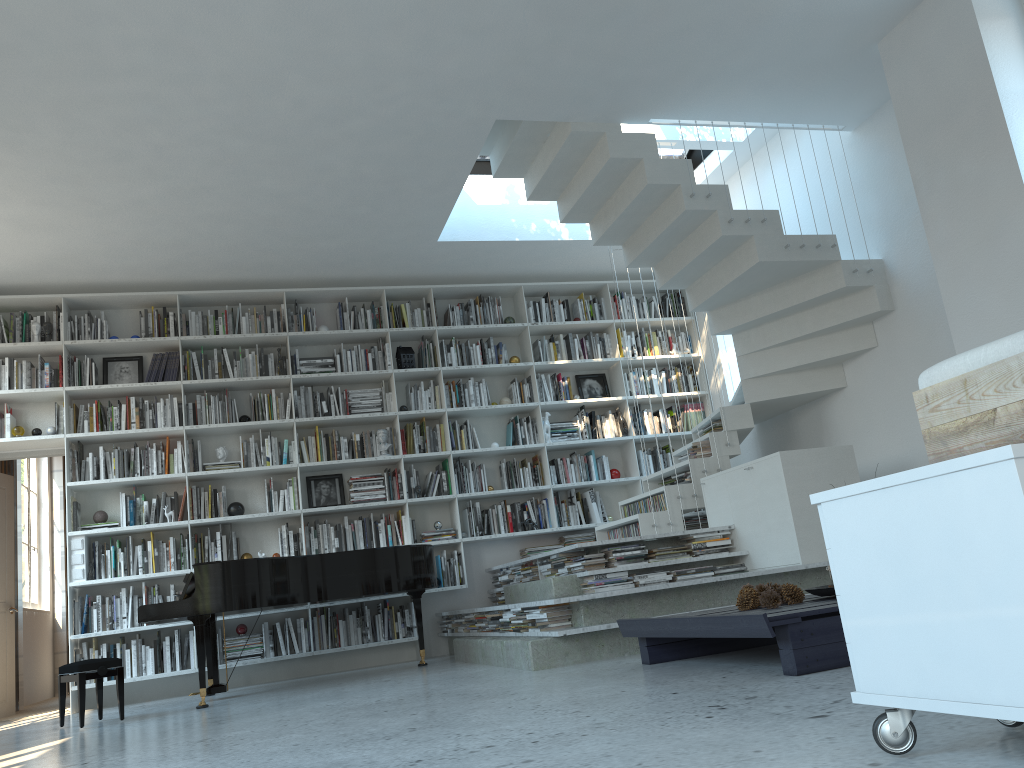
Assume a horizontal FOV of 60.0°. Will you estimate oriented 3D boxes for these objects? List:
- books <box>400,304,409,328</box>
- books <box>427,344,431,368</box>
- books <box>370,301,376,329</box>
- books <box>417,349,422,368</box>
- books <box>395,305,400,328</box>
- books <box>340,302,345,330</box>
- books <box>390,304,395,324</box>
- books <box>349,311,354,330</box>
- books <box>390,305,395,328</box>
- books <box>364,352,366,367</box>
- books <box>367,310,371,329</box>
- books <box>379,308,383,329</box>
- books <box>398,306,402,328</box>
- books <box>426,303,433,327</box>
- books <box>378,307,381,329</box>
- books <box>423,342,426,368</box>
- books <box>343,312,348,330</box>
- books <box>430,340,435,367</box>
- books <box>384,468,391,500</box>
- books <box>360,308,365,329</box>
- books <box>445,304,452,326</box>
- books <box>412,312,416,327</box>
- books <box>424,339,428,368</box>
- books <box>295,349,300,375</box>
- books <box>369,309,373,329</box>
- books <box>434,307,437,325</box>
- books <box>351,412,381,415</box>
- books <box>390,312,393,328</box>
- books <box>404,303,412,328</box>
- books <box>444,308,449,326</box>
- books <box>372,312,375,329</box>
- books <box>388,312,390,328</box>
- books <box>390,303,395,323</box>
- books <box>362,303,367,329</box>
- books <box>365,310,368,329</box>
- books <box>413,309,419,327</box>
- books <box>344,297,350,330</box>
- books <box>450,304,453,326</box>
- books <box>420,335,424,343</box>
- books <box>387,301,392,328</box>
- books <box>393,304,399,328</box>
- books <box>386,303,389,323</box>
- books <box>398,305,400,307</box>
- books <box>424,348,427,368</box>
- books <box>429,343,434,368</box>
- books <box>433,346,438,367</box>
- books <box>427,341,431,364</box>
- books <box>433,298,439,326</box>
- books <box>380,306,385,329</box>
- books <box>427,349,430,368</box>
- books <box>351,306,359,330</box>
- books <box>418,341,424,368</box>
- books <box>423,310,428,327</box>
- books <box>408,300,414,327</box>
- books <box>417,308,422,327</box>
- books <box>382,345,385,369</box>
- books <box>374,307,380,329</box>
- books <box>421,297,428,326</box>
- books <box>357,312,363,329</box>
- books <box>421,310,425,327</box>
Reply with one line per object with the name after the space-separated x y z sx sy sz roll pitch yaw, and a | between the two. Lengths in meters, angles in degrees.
-0.957 -0.556 7.834 0.054 0.254 0.191 -4 -14 -18 | books
-0.742 -0.213 7.810 0.005 0.254 0.159 -4 -14 -17 | books
-1.215 -0.561 7.780 0.012 0.307 0.138 -4 -14 -18 | books
-0.810 -0.184 7.800 0.019 0.213 0.156 -4 -14 -18 | books
-1.012 -0.552 7.833 0.008 0.261 0.142 -4 -14 -18 | books
-1.471 -0.542 7.690 0.011 0.295 0.157 -4 -14 -18 | books
-1.055 -0.551 7.809 0.006 0.259 0.166 -4 -14 -18 | books
-1.396 -0.506 7.697 0.050 0.210 0.173 -4 -14 -18 | books
-1.055 -0.545 7.791 0.007 0.239 0.192 -4 -14 -18 | books
-1.279 -0.166 7.658 0.011 0.238 0.140 -4 -14 -18 | books
-1.254 -0.515 7.722 0.023 0.201 0.193 -4 -14 -18 | books
-1.156 -0.533 7.783 0.014 0.238 0.153 -4 -14 -18 | books
-0.994 -0.544 7.817 0.015 0.233 0.171 -4 -14 -18 | books
-0.748 -0.569 7.895 0.029 0.252 0.186 -4 -14 -18 | books
-1.173 -0.532 7.787 0.014 0.243 0.145 -4 -14 -18 | books
-0.786 -0.219 7.795 0.022 0.271 0.182 -4 -14 -18 | books
-1.448 -0.498 7.697 0.031 0.208 0.147 -4 -14 -18 | books
-0.705 -0.228 7.847 0.005 0.291 0.131 -4 -14 -18 | books
-1.047 0.864 7.460 0.011 0.298 0.130 -4 -14 -18 | books
-1.306 -0.523 7.732 0.023 0.236 0.154 -4 -14 -18 | books
-0.568 -0.573 7.961 0.009 0.243 0.173 -4 -14 -18 | books
-0.878 -0.524 7.850 0.022 0.179 0.173 -4 -14 -18 | books
-0.762 -0.229 7.798 0.021 0.287 0.179 -4 -14 -18 | books
-1.807 -0.147 7.462 0.021 0.248 0.192 -4 -14 -18 | books
-1.245 -0.520 7.774 0.026 0.233 0.137 -4 -14 -18 | books
-0.709 -0.558 7.913 0.033 0.229 0.176 -4 -14 -18 | books
-1.244 0.272 7.540 0.254 0.012 0.161 -4 -14 -15 | books
-1.070 -0.515 7.806 0.015 0.192 0.160 -4 -14 -18 | books
-0.924 -0.562 7.868 0.030 0.274 0.152 -4 -14 -18 | books
-0.589 -0.554 7.942 0.046 0.206 0.183 -4 -14 -18 | books
-1.222 -0.509 7.771 0.014 0.204 0.135 -4 -14 -18 | books
-1.095 -0.517 7.810 0.016 0.204 0.143 -4 -14 -18 | books
-1.053 -0.558 7.824 0.007 0.278 0.150 -4 -14 -18 | books
-1.288 -0.545 7.727 0.010 0.269 0.180 -4 -14 -18 | books
-1.277 -0.517 7.734 0.012 0.216 0.180 -4 -14 -18 | books
-0.858 -0.536 7.860 0.024 0.201 0.180 -4 -14 -18 | books
-1.431 -0.564 7.696 0.010 0.330 0.186 -4 -14 -18 | books
-0.561 -0.571 7.972 0.011 0.243 0.173 -4 -14 -18 | books
-0.787 -0.248 7.819 0.025 0.338 0.143 -4 -14 -18 | books
-1.086 -0.567 7.808 0.007 0.297 0.181 -4 -14 -17 | books
-1.030 -0.553 7.819 0.034 0.260 0.158 -4 -14 -18 | books
-1.106 -0.557 7.795 0.008 0.278 0.171 -4 -14 -17 | books
-0.996 -0.550 7.856 0.007 0.263 0.133 -4 -14 -18 | books
-0.773 -0.189 7.807 0.024 0.216 0.169 -4 -14 -18 | books
-0.716 -0.214 7.803 0.013 0.247 0.186 -4 -14 -18 | books
-0.684 -0.199 7.808 0.008 0.213 0.224 -4 -14 -17 | books
-0.743 -0.222 7.842 0.013 0.288 0.132 -4 -14 -18 | books
-0.691 -0.597 7.920 0.019 0.303 0.176 -4 -14 -18 | books
-1.143 -0.541 7.797 0.022 0.256 0.137 -4 -14 -18 | books
-0.750 -0.188 7.812 0.013 0.210 0.140 -4 -14 -18 | books
-1.368 -0.532 7.731 0.028 0.269 0.140 -4 -14 -18 | books
-0.797 -0.221 7.778 0.021 0.271 0.191 -4 -14 -18 | books
-0.785 -0.534 7.891 0.022 0.193 0.182 -4 -14 -18 | books
-0.902 -0.579 7.861 0.010 0.297 0.168 -4 -14 -18 | books
-0.831 -0.544 7.866 0.031 0.212 0.170 -4 -14 -18 | books
-1.129 -0.203 7.718 0.010 0.298 0.134 -4 -14 -18 | books
-1.190 -0.533 7.772 0.028 0.243 0.161 -4 -14 -18 | books
-0.782 -0.596 7.927 0.012 0.329 0.129 -4 -14 -18 | books
-1.329 -0.507 7.715 0.033 0.202 0.167 -4 -14 -18 | books
-0.810 -0.535 7.892 0.025 0.203 0.162 -4 -14 -18 | books
